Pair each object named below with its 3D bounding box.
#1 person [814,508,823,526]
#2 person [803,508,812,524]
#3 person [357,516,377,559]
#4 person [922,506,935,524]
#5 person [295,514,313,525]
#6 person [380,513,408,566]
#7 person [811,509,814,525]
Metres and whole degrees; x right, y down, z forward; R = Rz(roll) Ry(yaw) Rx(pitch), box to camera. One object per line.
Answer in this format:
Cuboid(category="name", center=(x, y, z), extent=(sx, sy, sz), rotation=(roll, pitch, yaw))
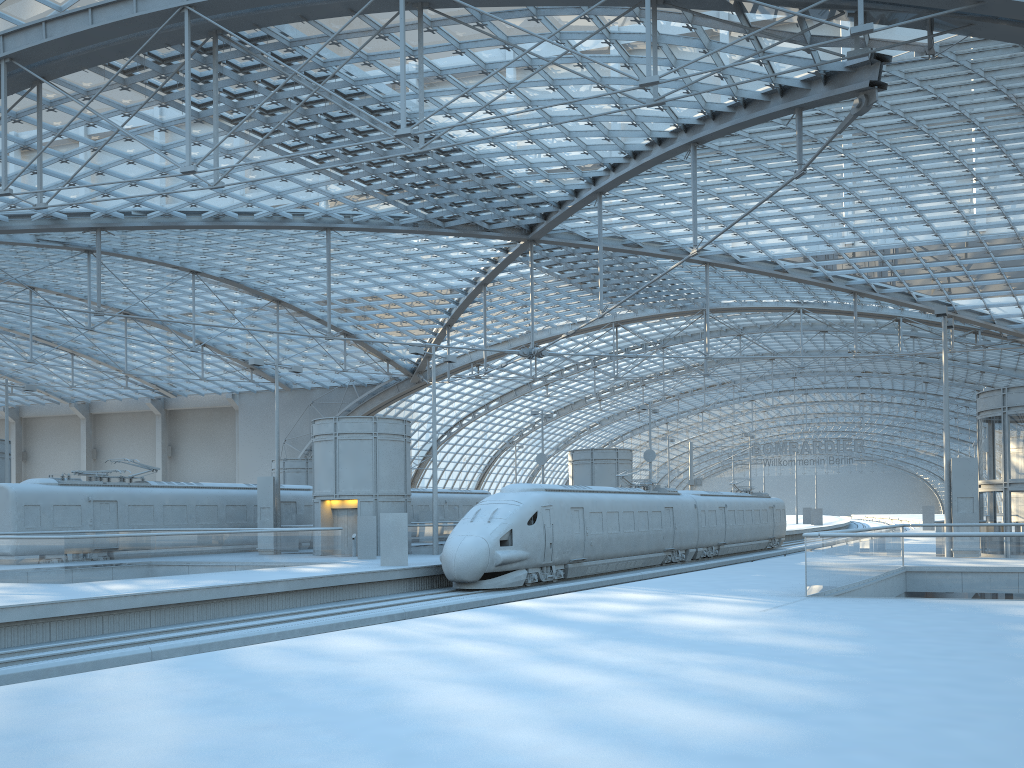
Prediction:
Cuboid(category="person", center=(29.830, 12.977, 85.544), extent=(0.829, 1.730, 0.001), rotation=(-2, -1, 30))
Cuboid(category="person", center=(31.375, 14.062, 93.635), extent=(0.901, 1.797, 0.001), rotation=(-2, -1, 25))
Cuboid(category="person", center=(-5.245, 5.589, 31.848), extent=(0.710, 1.610, 0.001), rotation=(-1, -1, 9))
Cuboid(category="person", center=(29.464, 9.497, 62.070), extent=(0.001, 1.796, 0.904), rotation=(0, -2, -35))
Cuboid(category="person", center=(-9.482, 6.826, 40.225), extent=(0.827, 1.730, 0.001), rotation=(-1, -1, 4))
Cuboid(category="person", center=(-3.681, 4.901, 27.588), extent=(0.875, 1.703, 0.001), rotation=(-1, -1, 4))
Cuboid(category="person", center=(30.785, 13.471, 89.098), extent=(0.877, 1.703, 0.001), rotation=(-2, -1, 30))
